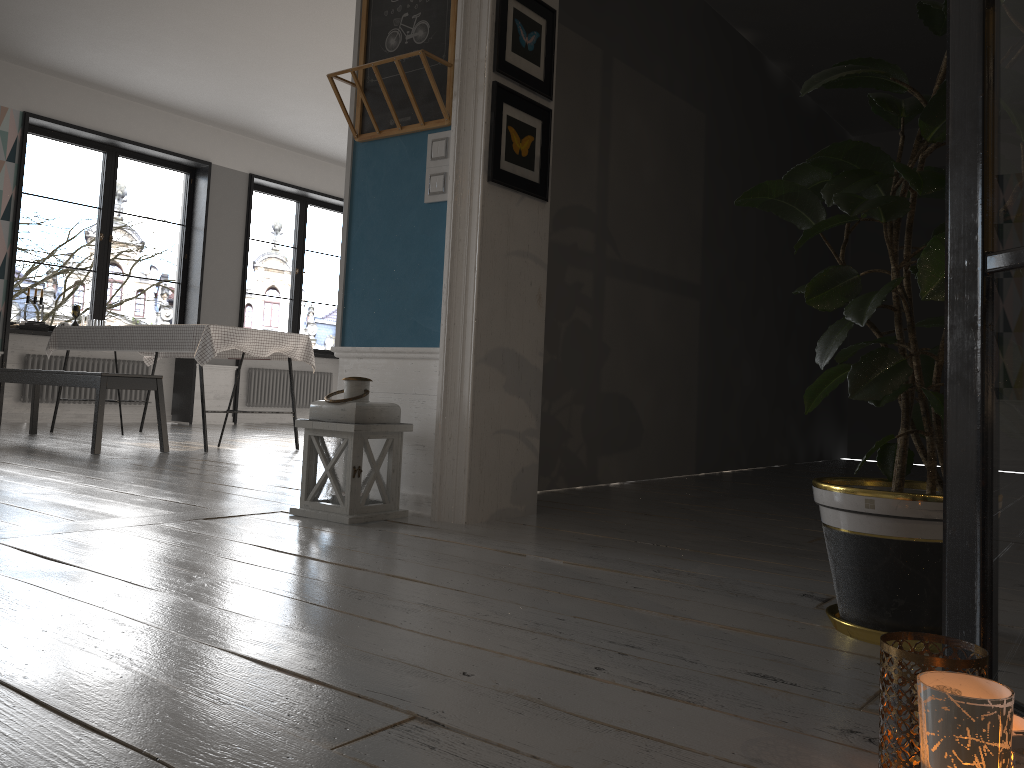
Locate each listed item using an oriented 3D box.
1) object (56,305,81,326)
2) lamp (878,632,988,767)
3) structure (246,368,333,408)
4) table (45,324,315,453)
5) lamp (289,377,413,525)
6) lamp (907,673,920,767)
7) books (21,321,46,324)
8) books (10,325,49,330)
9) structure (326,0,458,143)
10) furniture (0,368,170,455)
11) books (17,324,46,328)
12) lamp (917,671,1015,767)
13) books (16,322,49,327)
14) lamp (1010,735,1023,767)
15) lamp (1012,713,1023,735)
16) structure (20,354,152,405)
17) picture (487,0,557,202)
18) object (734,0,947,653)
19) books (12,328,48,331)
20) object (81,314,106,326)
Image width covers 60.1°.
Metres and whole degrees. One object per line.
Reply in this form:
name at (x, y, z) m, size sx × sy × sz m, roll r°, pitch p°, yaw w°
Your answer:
object at (-3.928, -0.575, 7.842) m, size 0.193 × 0.258 × 0.115 m, roll 6°, pitch -5°, yaw -43°
lamp at (0.468, 0.386, 0.984) m, size 0.115 × 0.188 × 0.114 m, roll 0°, pitch -4°, yaw 35°
structure at (-2.495, 0.057, 10.022) m, size 0.149 × 0.430 × 1.218 m, roll 0°, pitch -2°, yaw 34°
table at (-2.396, 0.009, 6.277) m, size 2.026 × 0.788 × 0.928 m, roll 2°, pitch -2°, yaw 36°
lamp at (-0.548, 0.214, 3.062) m, size 0.287 × 0.480 × 0.285 m, roll 0°, pitch -4°, yaw 35°
lamp at (0.543, 0.432, 1.110) m, size 0.084 × 0.111 × 0.084 m, roll 2°, pitch -3°, yaw 12°
books at (-4.109, -0.529, 7.595) m, size 0.124 × 0.017 × 0.153 m, roll 2°, pitch -1°, yaw 38°
books at (-4.145, -0.480, 7.572) m, size 0.184 × 0.019 × 0.270 m, roll 2°, pitch -1°, yaw 36°
structure at (-0.448, -1.335, 3.310) m, size 0.495 × 0.779 × 0.184 m, roll 0°, pitch -5°, yaw 36°
furniture at (-2.845, 0.147, 5.614) m, size 1.670 × 0.458 × 0.464 m, roll 2°, pitch -2°, yaw 36°
books at (-4.136, -0.494, 7.577) m, size 0.174 × 0.011 × 0.215 m, roll 2°, pitch -1°, yaw 42°
lamp at (0.417, 0.327, 0.815) m, size 0.080 × 0.099 × 0.080 m, roll 3°, pitch -3°, yaw -13°
books at (-4.116, -0.509, 7.593) m, size 0.162 × 0.022 × 0.197 m, roll 2°, pitch -1°, yaw 37°
lamp at (0.559, 0.434, 0.928) m, size 0.080 × 0.099 × 0.080 m, roll 3°, pitch -3°, yaw -13°
lamp at (0.554, 0.435, 1.019) m, size 0.080 × 0.099 × 0.080 m, roll 3°, pitch -3°, yaw -13°
structure at (-3.882, -0.028, 8.143) m, size 0.149 × 0.430 × 1.218 m, roll 0°, pitch -2°, yaw 34°
picture at (0.820, -1.044, 2.679) m, size 1.946 × 0.756 × 0.357 m, roll 2°, pitch -4°, yaw 36°
object at (-0.001, -0.446, 0.496) m, size 1.011 × 1.802 × 3.881 m, roll 0°, pitch -3°, yaw 36°
books at (-4.141, -0.465, 7.565) m, size 0.162 × 0.011 × 0.267 m, roll 2°, pitch -1°, yaw 39°
object at (-3.792, -0.534, 8.043) m, size 0.153 × 0.193 × 0.267 m, roll 0°, pitch -3°, yaw 36°
